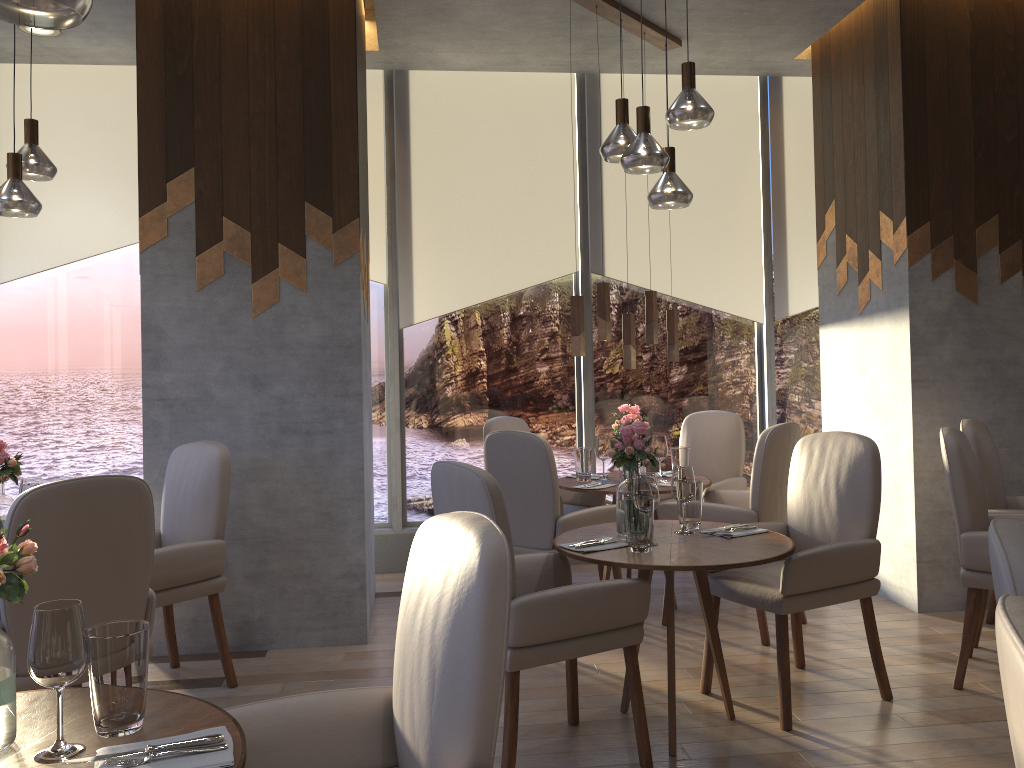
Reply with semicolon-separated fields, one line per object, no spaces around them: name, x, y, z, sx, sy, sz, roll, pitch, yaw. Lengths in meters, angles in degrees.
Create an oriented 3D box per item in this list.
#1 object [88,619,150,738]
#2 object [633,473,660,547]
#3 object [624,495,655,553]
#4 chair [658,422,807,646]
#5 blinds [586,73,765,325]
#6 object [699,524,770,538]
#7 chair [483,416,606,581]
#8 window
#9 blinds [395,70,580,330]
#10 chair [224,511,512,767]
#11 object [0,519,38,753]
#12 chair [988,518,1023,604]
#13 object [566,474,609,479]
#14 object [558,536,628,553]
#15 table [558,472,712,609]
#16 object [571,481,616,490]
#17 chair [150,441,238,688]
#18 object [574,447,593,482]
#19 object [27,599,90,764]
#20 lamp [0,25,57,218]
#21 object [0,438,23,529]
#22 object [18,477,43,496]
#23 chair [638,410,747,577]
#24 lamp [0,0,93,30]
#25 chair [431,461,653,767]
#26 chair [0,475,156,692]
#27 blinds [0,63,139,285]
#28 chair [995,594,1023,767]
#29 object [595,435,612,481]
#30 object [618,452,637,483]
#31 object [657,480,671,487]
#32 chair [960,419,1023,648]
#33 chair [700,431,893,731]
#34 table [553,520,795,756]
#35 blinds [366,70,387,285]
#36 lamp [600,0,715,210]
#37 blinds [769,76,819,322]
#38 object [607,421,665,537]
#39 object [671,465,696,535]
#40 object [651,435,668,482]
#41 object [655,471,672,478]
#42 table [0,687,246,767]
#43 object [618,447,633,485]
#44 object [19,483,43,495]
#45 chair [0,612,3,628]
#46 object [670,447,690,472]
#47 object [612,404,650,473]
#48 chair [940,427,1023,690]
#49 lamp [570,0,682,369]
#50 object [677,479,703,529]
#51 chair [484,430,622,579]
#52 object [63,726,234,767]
object;-0.687;0.515;1.551;0.102;0.178;0.102;-1;0;14
object;0.464;0.432;3.060;0.092;0.244;0.092;-1;-1;-13
object;0.426;0.468;2.957;0.102;0.178;0.102;-1;-1;-26
chair;1.097;0.683;4.358;0.599;1.001;0.528;-2;-1;40
blinds;1.076;-1.722;5.879;1.173;2.682;0.007;-1;-1;-7
object;0.799;0.535;3.246;0.255;0.019;0.157;-2;1;-31
chair;0.172;0.691;5.116;0.599;1.001;0.528;-2;-1;37
window;-0.173;-0.614;2.934;8.057;3.200;16.125;-1;1;38
blinds;-0.163;-1.699;5.737;1.173;2.682;0.007;-1;-1;-7
chair;-0.314;0.760;1.590;0.600;1.001;0.528;-1;-1;-25
object;-0.902;0.403;1.489;0.198;0.416;0.210;-1;-1;-34
chair;1.087;0.733;1.363;0.599;1.001;0.528;-1;-1;30
object;0.443;0.514;4.974;0.255;0.019;0.157;-1;1;36
object;0.301;0.549;3.064;0.255;0.019;0.157;-2;1;-32
table;0.656;0.853;4.770;0.833;0.662;0.834;-1;0;14
object;0.437;0.520;4.586;0.157;0.019;0.255;-1;1;38
chair;-1.474;0.752;3.584;0.528;1.001;0.600;-2;-1;38
object;0.389;0.438;4.818;0.102;0.178;0.102;-2;-1;32
object;-0.745;0.485;1.458;0.092;0.244;0.092;-1;-1;-42
lamp;-1.896;-1.267;3.245;0.439;1.327;0.439;-1;-1;-39
object;-1.867;0.396;3.190;0.198;0.416;0.210;-2;-1;31
object;-1.807;0.477;3.337;0.092;0.244;0.092;-2;-1;24
chair;1.074;0.669;5.225;0.528;1.001;0.600;-2;-1;41
lamp;-0.907;-1.258;1.399;0.439;1.327;0.439;-1;-1;-4
chair;0.071;0.730;2.865;0.600;1.001;0.528;-1;-1;-30
chair;-1.417;0.765;2.720;0.599;1.001;0.528;-2;-1;40
blinds;-2.652;-1.925;5.457;1.173;2.682;0.007;-1;-1;-7
chair;0.825;0.747;0.861;0.599;1.001;0.528;-1;-1;24
object;0.497;0.403;4.820;0.092;0.244;0.092;-1;-1;-29
object;0.591;0.438;4.530;0.102;0.178;0.102;-1;-1;-26
object;0.838;0.512;4.580;0.255;0.019;0.157;0;1;40
chair;2.362;0.662;3.970;0.599;1.001;0.528;-2;-1;37
chair;1.090;0.699;3.422;0.600;1.001;0.528;-1;-1;-30
table;0.571;0.882;3.130;0.834;0.662;0.833;-1;0;-32
blinds;-1.410;-1.954;5.599;1.173;2.682;0.007;-1;-1;-7
lamp;0.506;-1.318;3.189;0.439;1.327;0.439;-1;-1;1
blinds;2.314;-1.769;6.022;1.173;2.682;0.007;-1;-1;-7
object;0.445;0.345;3.242;0.210;0.416;0.198;-2;-1;41
object;0.631;0.426;3.257;0.092;0.244;0.092;-2;-1;39
object;0.791;0.398;4.741;0.092;0.244;0.092;-2;-1;43
object;0.844;0.505;4.973;0.157;0.019;0.255;0;1;44
table;-0.834;0.942;1.349;0.833;0.662;0.834;-1;0;43
object;0.592;0.404;4.639;0.092;0.244;0.092;-1;-1;-33
object;-1.707;0.478;3.154;0.092;0.244;0.092;-1;-1;-25
chair;-2.280;0.771;3.496;0.599;1.001;0.528;-2;-1;41
object;0.901;0.428;4.735;0.102;0.178;0.102;-1;0;-4
object;0.647;0.314;4.809;0.210;0.416;0.198;-1;-1;6
chair;2.040;0.677;3.505;0.599;1.001;0.528;-2;-1;32
lamp;0.616;-1.046;4.792;0.118;1.932;1.161;-2;-1;38
object;0.673;0.456;3.358;0.102;0.178;0.102;-1;0;-15
chair;0.199;0.704;4.275;0.528;1.001;0.600;-2;-1;43
object;-0.580;0.595;1.421;0.255;0.019;0.157;-2;1;-22
